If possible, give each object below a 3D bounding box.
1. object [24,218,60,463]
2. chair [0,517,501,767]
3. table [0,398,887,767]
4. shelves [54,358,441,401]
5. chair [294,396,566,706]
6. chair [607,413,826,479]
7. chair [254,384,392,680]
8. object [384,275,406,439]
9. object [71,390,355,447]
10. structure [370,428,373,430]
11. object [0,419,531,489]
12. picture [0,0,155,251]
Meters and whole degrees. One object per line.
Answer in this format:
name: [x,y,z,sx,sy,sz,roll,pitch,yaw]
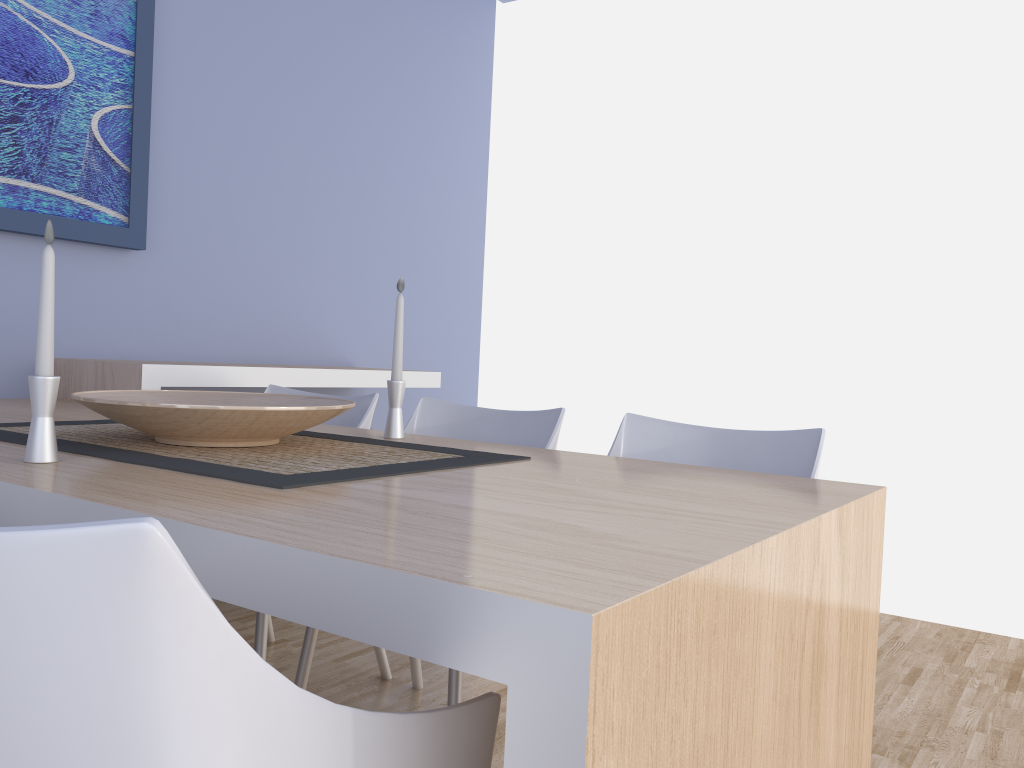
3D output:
object: [-0.670,-0.063,1.273,0.045,0.349,0.045,2,1,-14]
chair: [-0.315,0.464,0.788,0.510,0.793,0.486,4,2,34]
table: [-0.650,0.462,1.703,2.340,0.718,1.002,4,2,34]
shelves: [-1.578,0.349,2.000,0.463,0.840,3.901,4,2,34]
chair: [-0.168,0.439,2.072,0.510,0.793,0.486,4,2,35]
chair: [0.325,0.470,1.740,0.510,0.793,0.486,4,2,34]
chair: [-0.655,0.407,2.400,0.510,0.793,0.486,4,2,34]
object: [-0.246,-0.059,1.903,0.045,0.349,0.045,4,2,34]
object: [-0.541,0.065,1.639,0.493,0.081,0.493,2,2,-38]
structure: [-1.695,0.425,2.158,0.064,0.503,3.843,4,2,34]
object: [-0.539,0.107,1.642,0.986,0.005,0.594,4,2,33]
picture: [-1.513,-0.881,2.305,0.049,0.901,1.252,4,2,34]
